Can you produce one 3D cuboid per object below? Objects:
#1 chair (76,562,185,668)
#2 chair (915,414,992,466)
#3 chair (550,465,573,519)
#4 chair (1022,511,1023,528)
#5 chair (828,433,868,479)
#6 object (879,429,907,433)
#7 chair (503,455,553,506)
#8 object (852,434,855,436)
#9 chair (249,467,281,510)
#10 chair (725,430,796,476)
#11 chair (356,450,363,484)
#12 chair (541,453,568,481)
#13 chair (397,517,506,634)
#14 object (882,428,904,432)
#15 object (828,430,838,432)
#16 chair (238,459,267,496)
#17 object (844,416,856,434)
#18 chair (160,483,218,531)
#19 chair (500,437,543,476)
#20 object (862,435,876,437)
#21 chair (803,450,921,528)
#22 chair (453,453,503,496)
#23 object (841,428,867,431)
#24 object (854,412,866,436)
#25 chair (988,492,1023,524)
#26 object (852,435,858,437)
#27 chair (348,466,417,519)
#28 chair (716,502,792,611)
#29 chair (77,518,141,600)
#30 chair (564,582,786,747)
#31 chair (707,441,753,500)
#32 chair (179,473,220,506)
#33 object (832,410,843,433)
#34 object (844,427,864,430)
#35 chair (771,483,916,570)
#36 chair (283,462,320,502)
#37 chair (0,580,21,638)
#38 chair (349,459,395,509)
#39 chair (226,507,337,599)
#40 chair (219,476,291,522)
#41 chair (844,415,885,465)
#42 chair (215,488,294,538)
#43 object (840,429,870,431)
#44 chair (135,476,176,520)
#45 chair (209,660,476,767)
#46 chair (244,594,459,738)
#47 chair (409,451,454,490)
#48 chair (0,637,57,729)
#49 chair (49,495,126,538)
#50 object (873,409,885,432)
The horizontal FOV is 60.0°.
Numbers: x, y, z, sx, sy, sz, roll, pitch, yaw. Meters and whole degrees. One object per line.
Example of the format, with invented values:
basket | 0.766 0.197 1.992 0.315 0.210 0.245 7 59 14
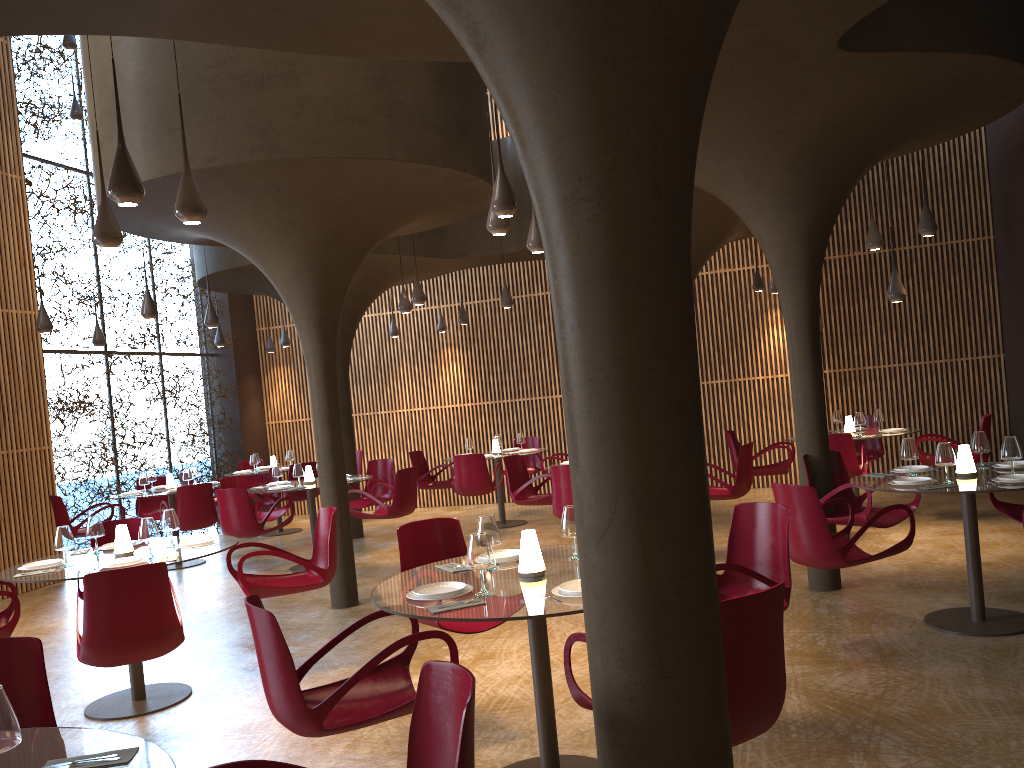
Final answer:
chair | -2.437 1.421 5.623 0.624 0.636 0.873 -6 0 -26
chair | 5.437 0.720 10.913 0.873 0.636 0.624 -5 0 27
chair | 0.774 1.152 9.673 0.625 0.636 0.872 -5 0 21
chair | 3.830 0.827 5.604 0.624 0.636 0.873 -6 0 -22
chair | 3.822 0.869 10.449 0.625 0.636 0.871 -5 0 27
object | 4.815 0.595 11.204 0.332 0.014 0.331 -5 0 5
chair | 0.337 1.206 11.167 0.873 0.636 0.624 -5 0 31
object | 4.147 0.648 11.075 0.263 0.029 0.263 -6 -1 21
chair | -3.971 1.636 13.659 0.871 0.636 0.625 -5 0 -34
chair | 3.369 0.926 12.025 0.873 0.636 0.624 -5 0 22
chair | -3.128 1.578 16.175 0.871 0.636 0.625 -5 0 -34
chair | 0.939 1.170 13.649 0.873 0.636 0.624 -5 0 16
chair | -0.373 1.226 5.716 0.624 0.636 0.873 -6 0 -29
object | 4.815 0.586 11.204 0.263 0.029 0.263 -6 0 12
object | 4.387 0.652 12.185 0.126 0.017 0.261 -6 -1 33
chair | -4.742 1.733 16.429 0.624 0.636 0.873 -6 0 -29
object | 4.386 0.532 11.525 0.144 0.232 0.142 -5 1 12
chair | -4.362 1.659 12.018 0.624 0.636 0.873 -6 0 -34
chair | 0.187 1.255 15.160 0.625 0.636 0.872 -5 0 16
object | 4.377 0.641 10.878 0.126 0.017 0.261 -6 -1 37
chair | 3.022 0.922 7.816 0.624 0.636 0.873 -6 0 -27
chair | -0.521 1.302 12.917 0.625 0.636 0.872 -5 0 11
object | 4.628 0.620 12.003 0.331 0.014 0.332 -5 -1 -37
object | 4.363 0.500 11.115 0.142 0.295 0.141 -5 1 25
chair | 4.416 0.784 7.134 0.872 0.636 0.625 -5 0 -17
object | 4.148 0.658 11.075 0.332 0.014 0.331 -6 -1 44
chair | -1.601 1.390 11.256 0.873 0.636 0.624 -5 0 26
chair | 1.222 1.070 5.179 0.871 0.636 0.625 -5 0 -29
chair | -3.392 1.529 7.667 0.624 0.636 0.873 -6 0 -21
chair | 0.706 1.106 3.624 0.624 0.636 0.873 -6 0 -34
chair | 2.339 1.007 10.139 0.873 0.636 0.624 -5 0 26
chair | -5.107 1.754 14.917 0.871 0.636 0.625 -5 0 -39
object | 4.390 0.505 11.944 0.142 0.295 0.142 -5 1 -2
object | 4.627 0.610 12.003 0.263 0.029 0.263 -6 -1 43
chair | 2.315 0.977 6.339 0.872 0.636 0.625 -5 0 -22
chair | -3.519 1.600 14.534 0.624 0.636 0.873 -6 0 -34
chair | -3.959 1.571 6.219 0.871 0.636 0.625 -5 0 -31
chair | -2.080 1.450 12.875 0.625 0.636 0.871 -5 0 26
chair | -1.827 1.377 7.195 0.871 0.636 0.625 -5 0 -26
chair | -3.602 1.589 12.284 0.873 0.636 0.624 -5 0 31
chair | 4.860 0.788 12.448 0.625 0.636 0.871 -5 0 32
chair | -3.166 1.535 10.789 0.625 0.636 0.872 -5 0 21
object | 4.632 0.621 12.001 0.411 0.012 0.204 -6 -1 29
chair | -5.585 1.791 13.913 0.624 0.636 0.873 -6 0 -29
chair | -0.504 1.211 2.510 0.872 0.636 0.625 -5 0 -21
chair | -0.762 1.249 4.124 0.872 0.636 0.625 -5 0 -24
chair | -1.210 1.380 14.313 0.873 0.636 0.624 -5 0 21
chair | -2.008 1.360 3.266 0.624 0.636 0.873 -6 0 -21
chair | -5.950 1.813 12.401 0.871 0.636 0.625 -5 0 -39
object | 4.723 0.468 11.421 0.142 0.295 0.142 -5 1 4
